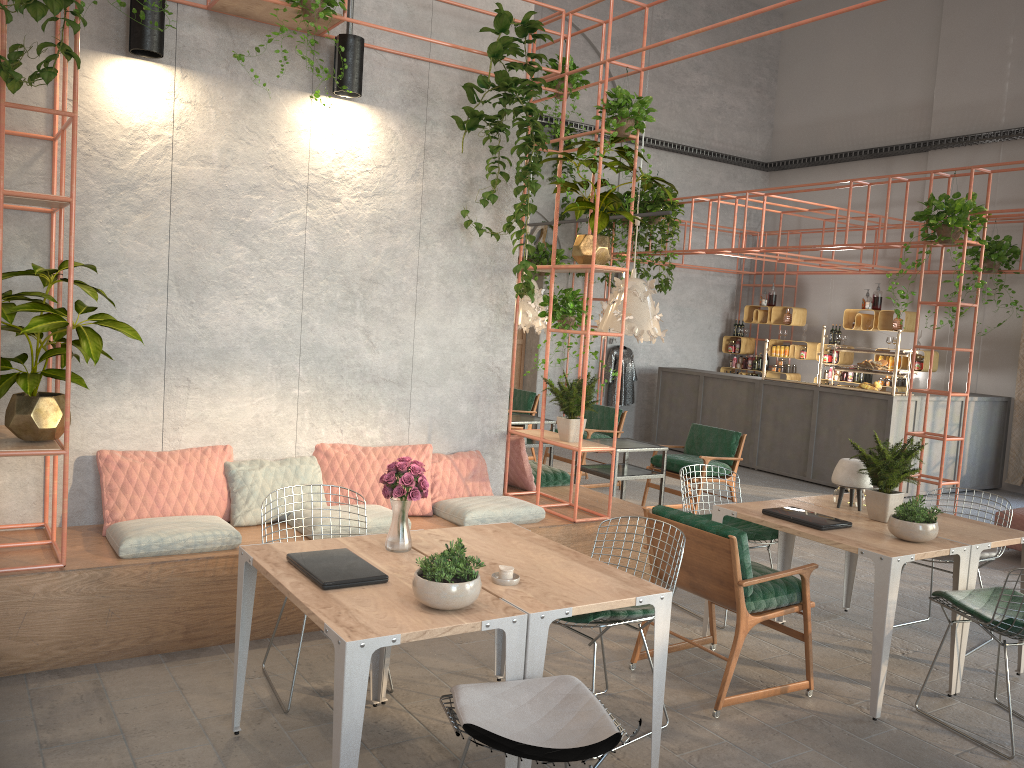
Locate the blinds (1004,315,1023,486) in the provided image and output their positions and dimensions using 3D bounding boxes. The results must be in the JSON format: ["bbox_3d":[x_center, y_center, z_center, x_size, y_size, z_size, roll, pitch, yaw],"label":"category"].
[{"bbox_3d":[7.900,-0.646,9.377,0.414,4.389,4.957,1,5,-32],"label":"blinds"}]

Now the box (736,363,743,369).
[{"bbox_3d":[3.776,-0.302,14.691,0.058,0.093,0.122,1,5,-33],"label":"box"}]

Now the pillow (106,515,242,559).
[{"bbox_3d":[-1.897,0.849,4.973,0.637,0.149,0.491,1,5,-32],"label":"pillow"}]

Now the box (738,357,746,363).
[{"bbox_3d":[3.814,-0.395,14.708,0.058,0.093,0.122,2,5,-22],"label":"box"}]

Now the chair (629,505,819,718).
[{"bbox_3d":[1.127,1.143,4.725,0.685,0.917,0.722,1,5,-33],"label":"chair"}]

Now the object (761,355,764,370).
[{"bbox_3d":[4.095,-0.354,14.618,0.072,0.248,0.094,1,5,-33],"label":"object"}]

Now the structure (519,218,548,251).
[{"bbox_3d":[-0.046,-2.171,12.600,1.312,0.505,0.063,1,5,-33],"label":"structure"}]

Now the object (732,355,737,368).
[{"bbox_3d":[3.713,-0.372,14.785,0.070,0.209,0.070,0,6,-43],"label":"object"}]

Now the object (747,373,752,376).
[{"bbox_3d":[3.890,-0.062,14.534,0.094,0.219,0.094,4,4,0],"label":"object"}]

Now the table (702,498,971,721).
[{"bbox_3d":[1.789,1.202,5.038,0.694,0.830,1.205,1,5,-33],"label":"table"}]

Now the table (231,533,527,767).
[{"bbox_3d":[-0.582,1.168,3.506,0.694,0.830,1.205,1,5,-33],"label":"table"}]

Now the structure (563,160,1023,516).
[{"bbox_3d":[6.188,-0.162,8.227,4.157,4.247,14.689,1,5,-33],"label":"structure"}]

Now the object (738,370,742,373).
[{"bbox_3d":[3.823,-0.108,14.907,0.074,0.243,0.254,4,4,-2],"label":"object"}]

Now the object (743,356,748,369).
[{"bbox_3d":[3.851,-0.352,14.590,0.073,0.219,0.105,1,5,-27],"label":"object"}]

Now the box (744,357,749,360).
[{"bbox_3d":[3.882,-0.393,14.745,0.058,0.093,0.122,1,5,-33],"label":"box"}]

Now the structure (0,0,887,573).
[{"bbox_3d":[-0.975,-0.968,5.420,4.501,4.345,14.096,1,5,-34],"label":"structure"}]

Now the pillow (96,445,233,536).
[{"bbox_3d":[-2.051,0.622,5.352,0.839,0.474,0.276,0,6,-42],"label":"pillow"}]

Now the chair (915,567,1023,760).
[{"bbox_3d":[2.453,1.252,4.384,0.565,0.941,0.717,2,5,-17],"label":"chair"}]

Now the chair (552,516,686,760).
[{"bbox_3d":[0.416,1.136,4.173,0.717,0.941,0.565,0,6,-37],"label":"chair"}]

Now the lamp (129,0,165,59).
[{"bbox_3d":[-2.021,-2.576,4.961,0.179,1.425,0.185,1,5,-33],"label":"lamp"}]

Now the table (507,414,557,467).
[{"bbox_3d":[0.038,0.763,9.621,0.635,0.798,0.602,1,5,-33],"label":"table"}]

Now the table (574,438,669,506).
[{"bbox_3d":[0.984,0.939,8.154,0.635,0.798,0.602,1,5,-33],"label":"table"}]

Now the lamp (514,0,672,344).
[{"bbox_3d":[0.219,-2.559,9.395,0.704,4.052,4.456,1,5,-33],"label":"lamp"}]

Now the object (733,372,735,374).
[{"bbox_3d":[3.806,-0.092,14.860,0.266,0.215,0.084,3,5,-6],"label":"object"}]

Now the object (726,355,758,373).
[{"bbox_3d":[3.799,-0.237,14.694,0.084,0.529,0.711,1,5,-30],"label":"object"}]

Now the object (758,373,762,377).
[{"bbox_3d":[4.014,-0.143,14.361,0.058,0.059,0.058,5,5,12],"label":"object"}]

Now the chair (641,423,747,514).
[{"bbox_3d":[1.775,0.884,8.646,0.685,0.929,0.722,1,5,-33],"label":"chair"}]

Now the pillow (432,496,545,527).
[{"bbox_3d":[-0.162,0.874,6.094,0.637,0.149,0.491,1,5,-32],"label":"pillow"}]

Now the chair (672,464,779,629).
[{"bbox_3d":[1.446,1.065,5.932,0.565,0.941,0.717,1,5,-32],"label":"chair"}]

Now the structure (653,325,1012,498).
[{"bbox_3d":[4.428,0.178,12.758,2.579,2.022,4.057,1,5,-33],"label":"structure"}]

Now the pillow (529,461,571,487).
[{"bbox_3d":[0.146,0.774,7.619,0.491,0.149,0.637,1,5,-32],"label":"pillow"}]

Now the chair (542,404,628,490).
[{"bbox_3d":[0.821,0.706,10.127,0.685,0.930,0.722,1,5,-33],"label":"chair"}]

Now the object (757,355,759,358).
[{"bbox_3d":[4.034,-0.355,14.582,0.072,0.248,0.094,1,5,-33],"label":"object"}]

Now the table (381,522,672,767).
[{"bbox_3d":[0.001,1.176,3.888,0.694,0.830,1.214,1,5,-33],"label":"table"}]

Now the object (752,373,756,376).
[{"bbox_3d":[3.967,-0.061,14.584,0.094,0.219,0.094,1,5,-33],"label":"object"}]

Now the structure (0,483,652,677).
[{"bbox_3d":[-2.261,0.899,7.842,4.386,0.500,5.831,1,5,-33],"label":"structure"}]

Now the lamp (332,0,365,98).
[{"bbox_3d":[-1.006,-2.561,5.616,0.179,1.425,0.185,1,5,-33],"label":"lamp"}]

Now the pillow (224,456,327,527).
[{"bbox_3d":[-1.503,0.680,5.687,0.666,0.385,0.289,0,6,-37],"label":"pillow"}]

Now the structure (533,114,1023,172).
[{"bbox_3d":[2.108,-3.046,4.914,15.603,0.110,15.203,1,5,-33],"label":"structure"}]

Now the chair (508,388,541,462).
[{"bbox_3d":[-0.113,0.532,11.577,0.685,0.930,0.722,1,5,-33],"label":"chair"}]

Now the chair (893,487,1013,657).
[{"bbox_3d":[2.787,1.170,5.704,0.717,0.941,0.565,0,6,-37],"label":"chair"}]

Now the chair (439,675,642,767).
[{"bbox_3d":[0.082,1.218,2.852,0.565,0.941,0.717,2,5,-17],"label":"chair"}]

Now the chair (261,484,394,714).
[{"bbox_3d":[-0.925,1.031,4.401,0.565,0.941,0.717,1,5,-32],"label":"chair"}]

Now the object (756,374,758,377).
[{"bbox_3d":[4.061,-0.060,14.645,0.094,0.219,0.094,-1,6,-44],"label":"object"}]

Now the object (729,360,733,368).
[{"bbox_3d":[3.673,-0.341,14.866,0.073,0.131,0.073,3,5,-8],"label":"object"}]

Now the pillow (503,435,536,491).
[{"bbox_3d":[-0.139,0.596,7.286,0.276,0.474,0.839,0,6,-42],"label":"pillow"}]

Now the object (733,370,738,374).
[{"bbox_3d":[3.768,-0.117,14.975,0.074,0.243,0.254,4,4,-2],"label":"object"}]

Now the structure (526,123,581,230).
[{"bbox_3d":[0.070,-2.994,12.448,1.939,1.514,0.856,0,6,-39],"label":"structure"}]

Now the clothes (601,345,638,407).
[{"bbox_3d":[1.710,-0.101,13.852,0.366,0.997,0.625,7,6,37],"label":"clothes"}]

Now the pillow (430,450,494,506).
[{"bbox_3d":[-0.426,0.695,6.382,0.666,0.385,0.289,0,6,-37],"label":"pillow"}]

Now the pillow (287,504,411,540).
[{"bbox_3d":[-1.017,0.862,5.542,0.637,0.149,0.491,1,5,-32],"label":"pillow"}]

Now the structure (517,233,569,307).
[{"bbox_3d":[0.373,-1.545,13.060,0.950,1.527,0.921,1,5,-34],"label":"structure"}]

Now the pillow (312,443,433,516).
[{"bbox_3d":[-0.952,0.642,6.011,0.839,0.474,0.276,3,5,-13],"label":"pillow"}]

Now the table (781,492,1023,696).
[{"bbox_3d":[2.372,1.210,5.419,0.694,0.830,1.214,1,5,-33],"label":"table"}]
